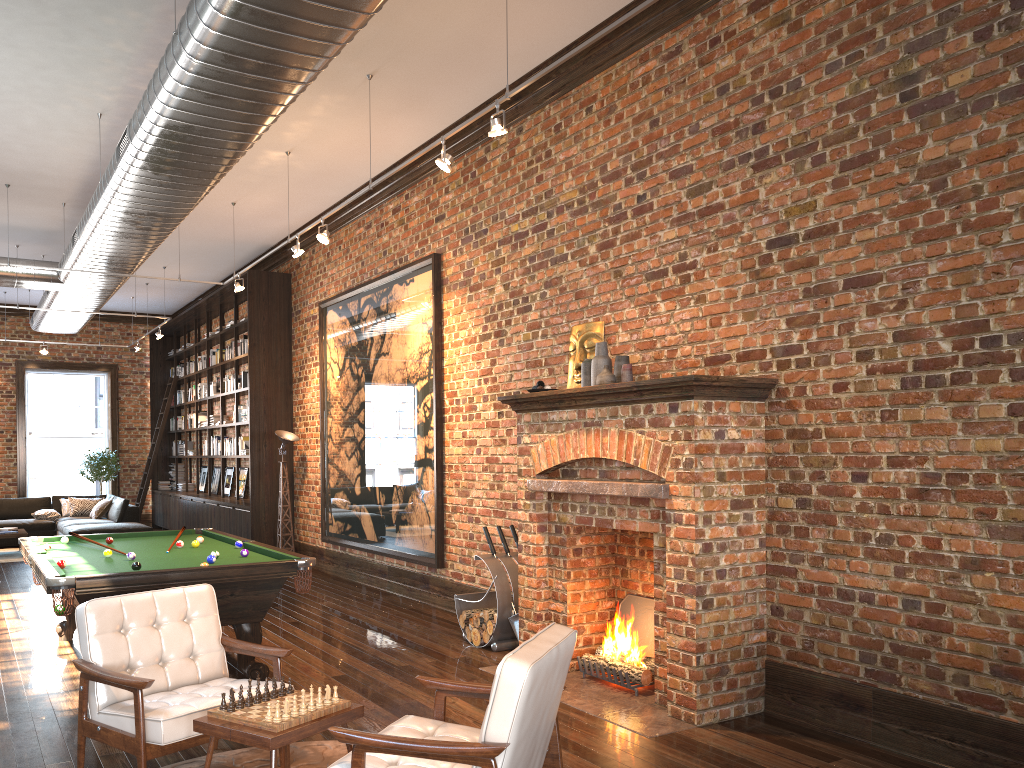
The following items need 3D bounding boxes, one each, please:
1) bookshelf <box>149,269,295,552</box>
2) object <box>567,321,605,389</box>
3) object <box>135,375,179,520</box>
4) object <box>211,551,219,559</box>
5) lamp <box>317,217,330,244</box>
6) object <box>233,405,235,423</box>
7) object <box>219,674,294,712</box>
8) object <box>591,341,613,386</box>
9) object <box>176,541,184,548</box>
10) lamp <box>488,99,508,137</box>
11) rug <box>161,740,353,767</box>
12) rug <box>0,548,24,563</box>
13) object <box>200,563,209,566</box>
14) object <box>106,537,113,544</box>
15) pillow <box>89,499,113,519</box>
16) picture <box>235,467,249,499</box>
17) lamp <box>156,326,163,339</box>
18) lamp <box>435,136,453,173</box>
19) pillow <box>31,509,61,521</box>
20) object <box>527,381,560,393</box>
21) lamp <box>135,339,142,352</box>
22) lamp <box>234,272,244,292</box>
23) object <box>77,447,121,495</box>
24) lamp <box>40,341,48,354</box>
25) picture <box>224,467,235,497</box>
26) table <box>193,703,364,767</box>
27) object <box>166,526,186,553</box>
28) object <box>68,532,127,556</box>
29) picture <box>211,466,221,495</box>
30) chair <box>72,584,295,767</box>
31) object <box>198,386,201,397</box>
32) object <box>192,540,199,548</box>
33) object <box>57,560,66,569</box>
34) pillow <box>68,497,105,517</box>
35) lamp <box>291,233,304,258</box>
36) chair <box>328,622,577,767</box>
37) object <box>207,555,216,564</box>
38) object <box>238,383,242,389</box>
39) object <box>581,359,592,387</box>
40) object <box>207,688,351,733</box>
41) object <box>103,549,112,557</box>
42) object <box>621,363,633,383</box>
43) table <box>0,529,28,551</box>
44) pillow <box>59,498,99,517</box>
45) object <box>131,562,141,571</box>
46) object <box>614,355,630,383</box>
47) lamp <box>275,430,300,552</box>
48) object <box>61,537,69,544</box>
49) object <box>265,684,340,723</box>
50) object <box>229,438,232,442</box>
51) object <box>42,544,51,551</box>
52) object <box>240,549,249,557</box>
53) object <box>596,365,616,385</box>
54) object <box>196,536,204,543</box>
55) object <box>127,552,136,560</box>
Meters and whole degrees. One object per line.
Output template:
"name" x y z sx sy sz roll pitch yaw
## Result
"bookshelf" -5.237 0.725 15.270 0.600 3.997 7.422 -1 -3 -32
"object" 0.506 -0.172 6.456 0.125 0.536 0.409 -1 -1 -32
"object" -6.983 1.368 17.255 0.896 3.076 0.495 -1 0 -32
"object" -2.032 1.169 6.068 0.057 0.057 0.057 -1 -2 7
"lamp" -1.644 -1.339 7.718 0.113 0.230 0.114 -1 0 -3
"object" -4.325 0.470 13.872 0.069 0.288 0.117 -1 0 -39
"object" -1.020 1.223 3.559 0.075 0.101 0.335 -1 -4 33
"object" 0.613 -0.112 6.055 0.145 0.349 0.145 -1 0 5
"object" -2.545 1.230 6.800 0.057 0.057 0.057 -1 -2 23
"lamp" -0.083 -1.556 5.196 0.117 0.212 0.117 -1 -1 10
"rug" -0.906 1.782 3.624 1.970 0.015 1.974 2 -5 -30
"rug" -8.044 2.602 13.349 2.022 0.003 2.118 2 -5 -32
"object" -1.870 1.116 5.396 0.057 0.057 0.057 0 -2 -14
"object" -3.244 1.263 7.148 0.057 0.057 0.057 -1 -2 17
"pillow" -7.139 2.176 15.399 0.314 0.355 0.630 0 -3 -32
"picture" -4.372 1.599 14.360 0.112 0.498 0.508 -1 -2 -32
"lamp" -5.566 -0.818 14.016 0.114 0.230 0.113 -1 -1 34
"lamp" -0.447 -1.499 5.782 0.113 0.230 0.114 -1 -1 32
"pillow" -8.065 2.269 15.339 0.409 0.204 0.612 2 -4 -34
"object" 0.218 0.028 6.228 0.237 0.105 0.237 1 -4 -22
"lamp" -6.623 -0.677 15.721 0.113 0.230 0.114 -1 0 7
"lamp" -3.087 -1.147 10.037 0.113 0.230 0.114 0 0 -18
"object" -8.131 2.164 17.481 0.812 1.864 0.801 0 0 -23
"lamp" -8.381 -0.648 15.881 0.114 0.230 0.113 -1 -1 27
"picture" -4.832 1.660 15.102 0.112 0.498 0.508 -1 -2 -32
"table" -0.909 1.534 3.483 0.463 0.494 0.517 -2 -2 33
"object" -2.729 1.255 7.218 0.028 0.072 1.609 -1 -4 -16
"object" -3.235 1.236 6.904 0.028 0.072 1.608 0 -3 -40
"picture" -5.276 1.719 15.818 0.112 0.498 0.508 -1 -2 -32
"chair" -1.489 1.401 4.055 0.742 0.865 0.768 -2 -2 38
"object" -5.625 0.157 15.988 0.075 0.255 0.087 -1 0 -42
"object" -2.428 1.229 6.804 0.057 0.057 0.057 1 -2 -32
"object" -2.850 1.142 5.610 0.057 0.057 0.057 -1 -2 15
"pillow" -7.529 2.170 15.706 0.611 0.361 0.288 1 -2 -28
"lamp" -1.996 -1.292 8.283 0.113 0.230 0.114 -1 -1 37
"chair" -0.193 1.321 3.181 0.742 0.865 0.769 -1 -2 18
"object" -1.967 1.147 5.801 0.057 0.057 0.057 0 -2 -27
"object" -4.237 0.045 13.947 0.236 0.137 0.096 -3 -3 42
"object" 0.542 -0.051 6.183 0.118 0.249 0.118 -1 0 16
"object" -0.911 1.278 3.489 0.388 0.028 0.388 -3 -5 33
"object" -2.837 1.188 6.224 0.057 0.057 0.057 -1 -2 5
"object" 0.750 -0.048 5.787 0.081 0.178 0.081 -1 0 10
"table" -7.988 2.442 13.532 1.000 0.345 1.002 2 -5 -32
"pillow" -7.686 2.206 15.820 0.703 0.338 0.270 2 -2 -31
"object" -2.318 1.126 5.474 0.057 0.057 0.057 0 -2 -27
"object" 0.735 -0.070 5.917 0.120 0.242 0.120 0 0 -12
"lamp" -2.950 1.516 11.644 0.425 1.827 0.506 -1 0 -27
"object" -3.642 1.273 7.222 0.057 0.057 0.057 1 -2 -31
"object" -0.804 1.210 3.418 0.075 0.101 0.335 -1 -4 33
"object" -4.574 1.033 14.582 0.166 0.282 0.015 0 0 -32
"object" -3.488 1.227 6.648 0.057 0.057 0.057 1 -2 -33
"object" -1.856 1.174 6.157 0.057 0.057 0.057 0 -2 -10
"object" 0.618 -0.040 5.820 0.136 0.169 0.136 -1 -1 10
"object" -2.510 1.255 7.134 0.057 0.057 0.057 -1 -2 13
"object" -2.588 1.171 6.030 0.057 0.057 0.057 -2 -2 28
